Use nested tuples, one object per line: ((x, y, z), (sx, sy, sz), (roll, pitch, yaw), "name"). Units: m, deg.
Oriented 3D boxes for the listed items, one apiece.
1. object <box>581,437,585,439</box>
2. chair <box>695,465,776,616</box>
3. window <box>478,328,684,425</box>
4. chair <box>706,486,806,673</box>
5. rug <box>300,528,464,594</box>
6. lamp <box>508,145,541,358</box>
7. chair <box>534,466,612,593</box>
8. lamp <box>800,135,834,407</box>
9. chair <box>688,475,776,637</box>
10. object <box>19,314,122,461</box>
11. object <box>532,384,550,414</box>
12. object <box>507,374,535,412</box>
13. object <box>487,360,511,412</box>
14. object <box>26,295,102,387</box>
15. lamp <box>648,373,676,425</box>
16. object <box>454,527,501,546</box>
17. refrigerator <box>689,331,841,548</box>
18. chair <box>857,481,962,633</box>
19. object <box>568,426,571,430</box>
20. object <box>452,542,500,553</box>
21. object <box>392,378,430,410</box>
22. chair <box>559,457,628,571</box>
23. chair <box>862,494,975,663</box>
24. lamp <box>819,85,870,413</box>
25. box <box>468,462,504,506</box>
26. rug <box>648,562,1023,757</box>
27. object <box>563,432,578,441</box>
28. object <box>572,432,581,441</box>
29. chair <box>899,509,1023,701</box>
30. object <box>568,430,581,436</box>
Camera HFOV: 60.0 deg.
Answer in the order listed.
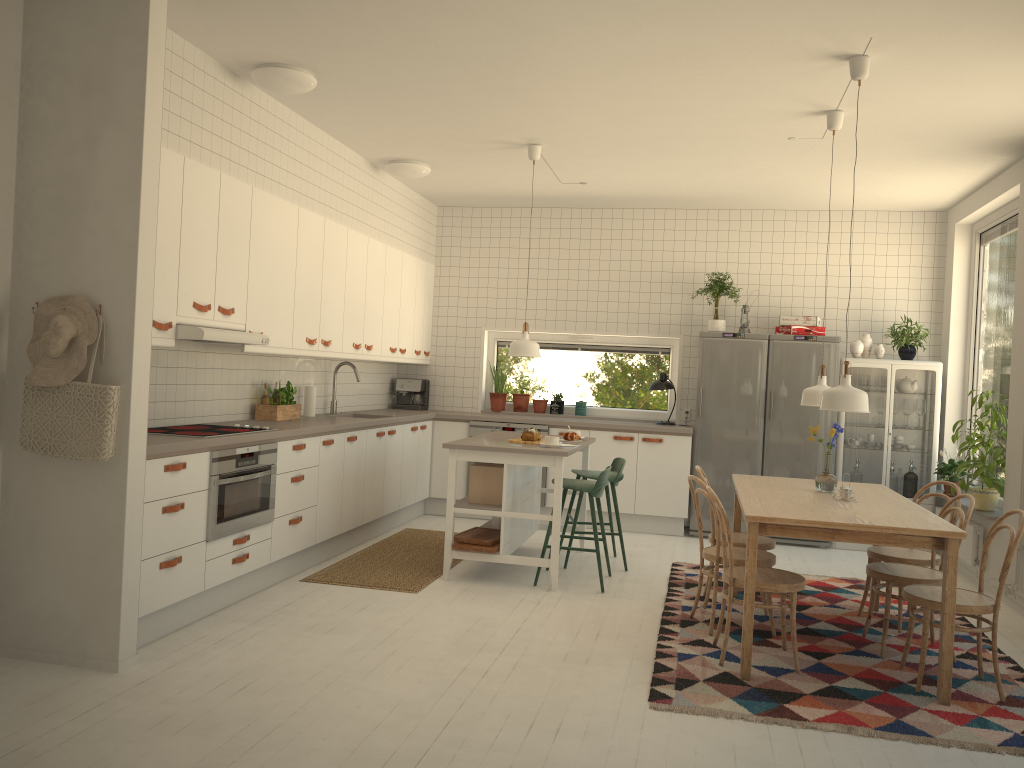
((0.450, 0.395, 6.464), (0.160, 0.020, 0.160), (3, 1, 9), "object")
((1.313, 0.904, 5.259), (0.483, 0.810, 0.385), (3, 0, 15), "chair")
((0.647, -0.083, 8.419), (1.898, 0.816, 0.293), (3, 0, 12), "window")
((1.157, 0.909, 4.257), (0.483, 0.810, 0.385), (3, 0, 10), "chair")
((-0.714, 1.212, 6.275), (0.750, 0.004, 2.000), (3, 1, 12), "rug")
((0.121, -0.931, 6.112), (0.229, 1.490, 0.229), (3, 0, 13), "lamp")
((0.417, 0.899, 5.727), (0.446, 0.752, 0.485), (3, 0, 12), "chair")
((1.797, -0.668, 5.043), (0.229, 1.596, 0.230), (3, 0, -32), "lamp")
((1.173, 0.903, 4.768), (0.483, 0.810, 0.385), (3, 0, -5), "chair")
((-1.838, 0.010, 3.704), (0.439, 0.612, 0.093), (3, 0, 12), "object")
((0.281, 0.146, 8.416), (0.194, 0.277, 0.177), (3, 0, -21), "object")
((0.090, 0.086, 8.481), (0.258, 0.370, 0.234), (3, 0, 24), "object")
((-0.113, 0.014, 8.510), (0.300, 0.499, 0.333), (3, 0, -5), "object")
((-1.883, -0.181, 3.677), (0.335, 0.385, 0.136), (3, 0, 12), "object")
((1.343, 0.130, 7.953), (0.239, 0.465, 0.262), (3, 0, 41), "lamp")
((-0.192, 0.992, 5.792), (0.281, 0.030, 0.430), (3, 1, 21), "object")
((2.163, 0.467, 7.672), (1.146, 1.778, 0.559), (3, 0, 12), "refrigerator")
((2.268, 0.955, 5.040), (0.483, 0.810, 0.385), (3, 0, -15), "chair")
((0.438, 0.351, 6.483), (0.028, 0.086, 0.102), (3, 1, -37), "object")
((-0.193, 1.023, 5.715), (0.281, 0.030, 0.430), (3, 1, 12), "object")
((-0.982, 0.096, 8.443), (0.316, 0.292, 0.279), (3, 0, 13), "object")
((0.582, 0.900, 6.323), (0.446, 0.752, 0.485), (3, 0, -3), "chair")
((2.061, 0.951, 4.513), (0.483, 0.810, 0.385), (3, 0, 10), "chair")
((1.616, -0.667, 4.203), (0.229, 1.596, 0.230), (3, 0, -43), "lamp")
((-0.121, 0.648, 5.840), (0.237, 0.242, 0.357), (3, 1, 13), "box")
((1.711, 1.339, 4.850), (1.749, 0.035, 3.025), (3, 1, 12), "rug")
((0.402, 0.372, 6.283), (0.070, 0.060, 0.131), (2, 1, -40), "object")
((0.451, 0.375, 6.305), (0.060, 0.059, 0.074), (3, 1, -18), "object")
((2.028, 0.955, 4.007), (0.483, 0.810, 0.385), (3, 0, 15), "chair")
((0.452, 0.369, 6.466), (0.094, 0.060, 0.098), (3, 1, 9), "object")
